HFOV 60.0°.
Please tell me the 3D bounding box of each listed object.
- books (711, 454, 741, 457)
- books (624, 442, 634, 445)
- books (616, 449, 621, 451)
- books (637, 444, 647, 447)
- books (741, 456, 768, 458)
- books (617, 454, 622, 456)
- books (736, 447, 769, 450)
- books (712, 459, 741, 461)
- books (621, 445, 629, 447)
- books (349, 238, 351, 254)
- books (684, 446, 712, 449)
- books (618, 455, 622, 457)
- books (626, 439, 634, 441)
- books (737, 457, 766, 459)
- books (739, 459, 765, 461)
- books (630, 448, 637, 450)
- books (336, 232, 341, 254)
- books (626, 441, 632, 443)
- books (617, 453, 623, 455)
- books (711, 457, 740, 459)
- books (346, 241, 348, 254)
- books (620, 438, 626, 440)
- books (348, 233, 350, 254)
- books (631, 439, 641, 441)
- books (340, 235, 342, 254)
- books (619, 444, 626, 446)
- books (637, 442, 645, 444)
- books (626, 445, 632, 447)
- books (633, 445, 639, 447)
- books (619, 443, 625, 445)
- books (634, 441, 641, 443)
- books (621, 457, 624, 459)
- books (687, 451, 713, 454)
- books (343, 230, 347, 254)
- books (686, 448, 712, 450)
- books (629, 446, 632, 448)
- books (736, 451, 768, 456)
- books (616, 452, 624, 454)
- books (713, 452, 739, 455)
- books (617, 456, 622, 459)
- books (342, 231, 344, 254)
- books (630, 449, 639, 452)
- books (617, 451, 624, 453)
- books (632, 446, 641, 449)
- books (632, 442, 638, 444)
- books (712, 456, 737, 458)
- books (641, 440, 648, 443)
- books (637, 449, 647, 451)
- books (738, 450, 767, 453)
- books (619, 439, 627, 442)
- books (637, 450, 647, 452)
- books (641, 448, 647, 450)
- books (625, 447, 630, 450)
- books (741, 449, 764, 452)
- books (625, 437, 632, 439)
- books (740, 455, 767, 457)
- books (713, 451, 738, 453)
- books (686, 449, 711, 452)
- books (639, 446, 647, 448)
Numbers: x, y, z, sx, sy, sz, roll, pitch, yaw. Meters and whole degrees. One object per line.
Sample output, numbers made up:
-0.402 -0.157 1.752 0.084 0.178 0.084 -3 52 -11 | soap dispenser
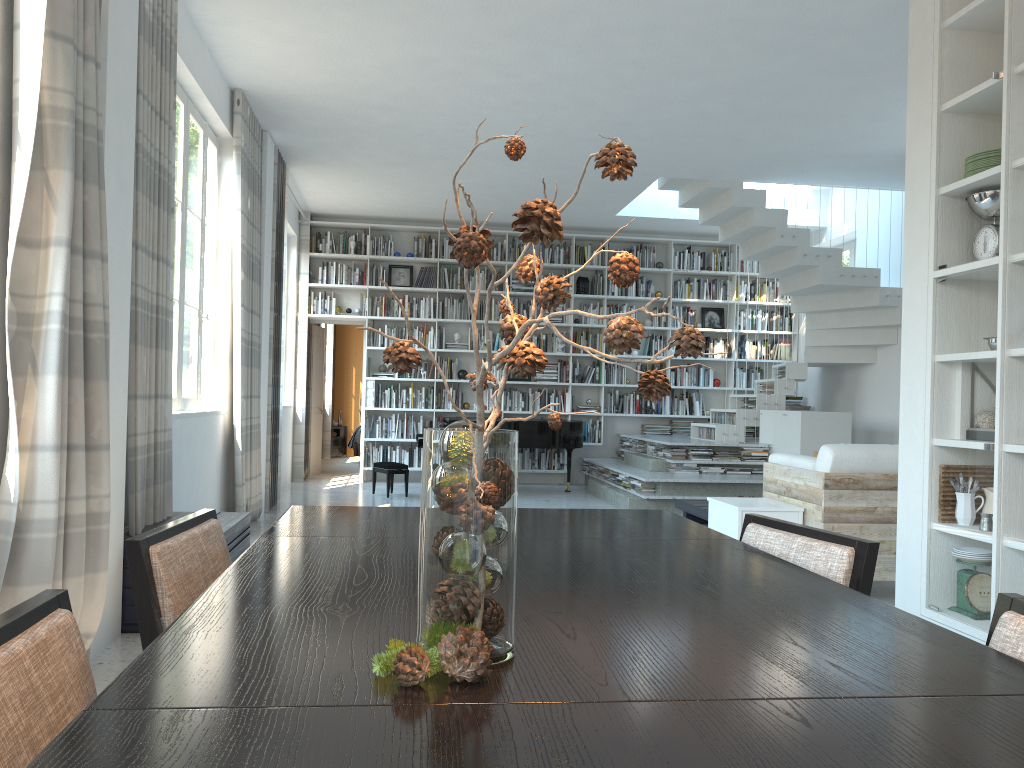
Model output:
2.233 0.750 9.294 0.273 0.014 0.187 2 -1 -12 | books
1.503 0.738 10.948 0.189 0.030 0.237 2 -1 -10 | books
1.433 0.843 11.267 0.174 0.009 0.240 2 -1 -5 | books
1.585 0.721 10.362 0.179 0.017 0.293 2 -1 -6 | books
2.529 0.767 9.334 0.281 0.008 0.181 2 -1 -2 | books
1.438 0.901 11.268 0.170 0.012 0.215 2 -1 -7 | books
2.531 0.676 9.334 0.285 0.013 0.181 2 -1 -12 | books
2.231 0.795 9.305 0.291 0.007 0.174 2 -1 -4 | books
1.481 0.789 11.238 0.163 0.017 0.232 2 -1 -5 | books
-1.986 -1.669 10.874 0.021 0.226 0.156 2 -1 -7 | books
1.953 0.669 9.299 0.261 0.016 0.128 2 -1 -8 | books
1.449 0.915 11.269 0.147 0.014 0.292 2 -1 -7 | books
1.521 0.695 10.950 0.163 0.018 0.289 2 -1 -8 | books
2.525 0.779 9.359 0.262 0.016 0.132 2 -1 -12 | books
2.527 0.801 9.344 0.220 0.011 0.177 2 -1 -9 | books
1.541 0.785 10.646 0.190 0.012 0.235 2 -1 -9 | books
-2.123 -1.701 10.847 0.039 0.282 0.181 2 -1 -7 | books
1.515 0.720 10.949 0.171 0.007 0.206 2 -1 -5 | books
1.441 0.889 11.268 0.159 0.012 0.278 2 -1 -8 | books
2.229 0.780 9.325 0.293 0.014 0.134 2 -1 -10 | books
-2.021 -1.650 10.864 0.024 0.187 0.159 2 -1 -7 | books
1.483 0.696 11.239 0.159 0.011 0.246 2 -1 -10 | books
-2.002 -1.694 10.873 0.013 0.275 0.158 2 0 -7 | books
1.550 0.674 10.647 0.165 0.015 0.243 2 -1 -12 | books
-2.091 -1.687 10.869 0.030 0.257 0.130 2 0 -7 | books
1.473 0.772 11.237 0.175 0.017 0.265 2 -1 -4 | books
1.582 0.696 10.361 0.187 0.009 0.261 2 -1 -8 | books
1.520 0.766 10.950 0.152 0.009 0.259 2 -1 -10 | books
1.562 0.747 10.649 0.154 0.018 0.221 2 -1 -8 | books
1.478 0.758 11.238 0.179 0.012 0.261 2 -1 -7 | books
1.562 0.699 10.649 0.160 0.010 0.179 2 -1 -7 | books
1.461 0.921 10.956 0.187 0.009 0.261 2 -1 -4 | books
1.956 0.710 9.261 0.230 0.015 0.190 2 -1 -2 | books
-2.047 -1.715 10.871 0.029 0.314 0.129 2 0 -7 | books
1.955 0.681 9.278 0.228 0.009 0.159 2 -1 -11 | books
1.533 0.781 10.952 0.131 0.021 0.240 2 -1 -5 | books
2.528 0.734 9.345 0.284 0.030 0.177 2 -1 -6 | books
1.429 0.875 11.267 0.184 0.006 0.262 2 -1 -6 | books
2.232 0.726 9.311 0.245 0.013 0.172 2 -1 -8 | books
1.439 0.936 11.268 0.163 0.019 0.187 2 -1 -8 | books
-2.067 -1.710 10.858 0.014 0.304 0.145 2 0 -7 | books
1.545 0.797 10.646 0.183 0.012 0.296 2 -1 -8 | books
1.437 0.867 11.268 0.159 0.009 0.210 2 -1 -3 | books
1.550 0.768 10.647 0.164 0.023 0.242 2 -1 -3 | books
1.556 0.708 10.648 0.167 0.008 0.234 2 -1 -8 | books
2.231 0.765 9.309 0.214 0.015 0.177 2 -1 -6 | books
1.598 0.665 10.363 0.139 0.028 0.261 2 -1 -2 | books
1.582 0.771 10.361 0.178 0.014 0.247 2 -1 -9 | books
2.530 0.713 9.338 0.261 0.012 0.179 2 -1 -3 | books
1.473 0.717 11.237 0.171 0.015 0.253 2 -1 -12 | books
1.576 0.783 10.360 0.182 0.011 0.253 2 -1 -3 | books
1.605 0.756 10.364 0.138 0.017 0.237 2 -1 -8 | books
1.514 0.800 10.949 0.173 0.017 0.233 2 -1 -8 | books
2.529 0.695 9.345 0.192 0.024 0.167 2 -1 -2 | books
1.512 0.669 10.949 0.171 0.020 0.193 2 -1 -12 | books
2.527 0.756 9.354 0.268 0.014 0.160 2 -1 -8 | books
2.233 0.714 9.305 0.203 0.011 0.173 2 -1 -12 | books
1.954 0.694 9.286 0.221 0.018 0.154 2 -1 -6 | books
1.593 0.739 10.363 0.159 0.018 0.203 2 -1 -9 | books
